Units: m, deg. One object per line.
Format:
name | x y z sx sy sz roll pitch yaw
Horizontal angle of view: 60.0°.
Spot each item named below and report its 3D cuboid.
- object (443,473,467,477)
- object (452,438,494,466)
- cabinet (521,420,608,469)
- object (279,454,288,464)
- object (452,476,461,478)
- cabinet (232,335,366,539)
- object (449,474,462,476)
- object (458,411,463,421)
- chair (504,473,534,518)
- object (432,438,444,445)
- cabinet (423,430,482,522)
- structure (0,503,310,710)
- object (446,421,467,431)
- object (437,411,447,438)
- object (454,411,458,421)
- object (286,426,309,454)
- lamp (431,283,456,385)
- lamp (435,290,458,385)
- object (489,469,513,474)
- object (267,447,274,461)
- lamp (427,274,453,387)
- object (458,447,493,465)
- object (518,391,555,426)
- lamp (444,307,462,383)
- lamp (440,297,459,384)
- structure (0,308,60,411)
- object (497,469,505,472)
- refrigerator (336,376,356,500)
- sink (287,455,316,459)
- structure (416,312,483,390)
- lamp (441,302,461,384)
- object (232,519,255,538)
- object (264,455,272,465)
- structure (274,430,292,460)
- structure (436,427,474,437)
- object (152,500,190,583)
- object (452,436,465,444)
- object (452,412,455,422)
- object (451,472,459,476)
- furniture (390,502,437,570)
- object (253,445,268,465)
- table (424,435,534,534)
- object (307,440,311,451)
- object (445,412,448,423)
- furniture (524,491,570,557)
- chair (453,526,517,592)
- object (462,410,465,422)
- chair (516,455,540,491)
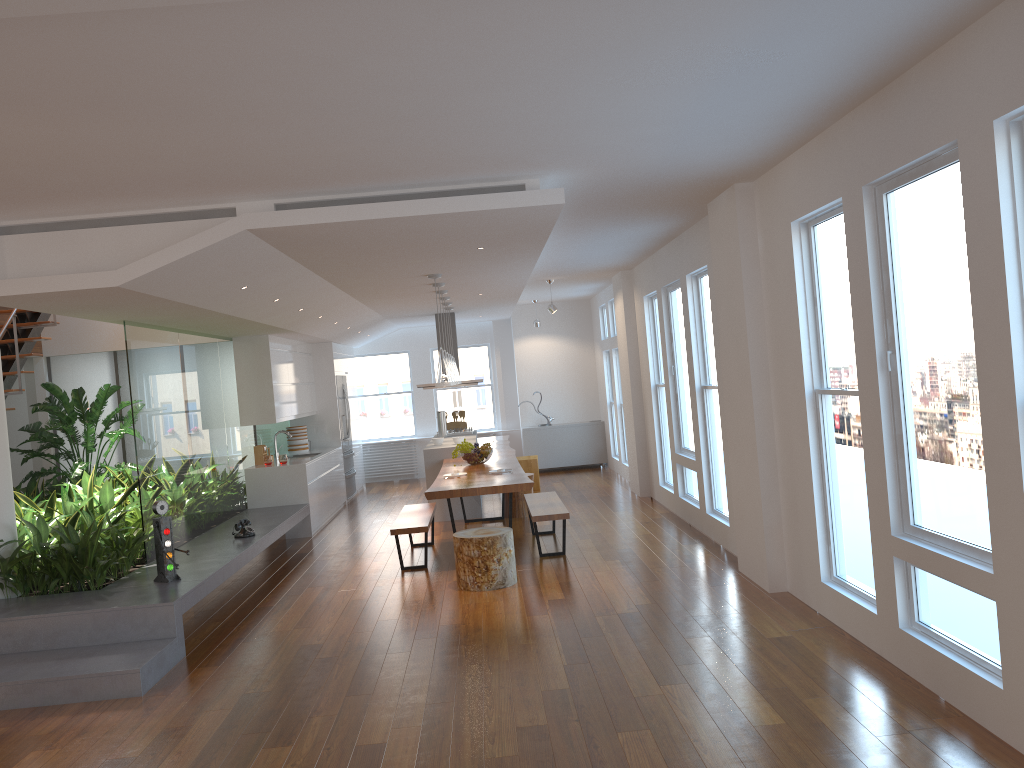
object | -0.522 0.839 8.155 0.222 0.020 0.222 -5 1 39
object | -0.397 0.693 9.148 0.394 0.284 0.292 -5 1 -38
cabinet | 0.839 1.007 14.246 1.309 0.725 0.420 -5 1 -2
object | -2.579 0.850 9.994 0.094 0.106 0.094 -5 1 4
object | -0.531 0.845 8.020 0.149 0.014 0.044 -5 1 -3
cabinet | -2.721 0.583 12.056 0.676 2.280 4.565 -5 1 -2
object | -0.522 0.844 8.155 0.124 0.011 0.124 -5 1 19
object | -0.738 0.537 12.893 0.068 0.298 0.039 -5 1 -2
chair | 0.072 1.261 10.042 0.396 0.455 0.402 -5 1 -12
object | -0.882 0.688 10.574 0.152 0.082 0.152 -5 1 37
cabinet | -0.726 1.124 11.538 0.597 0.832 2.936 -5 1 -2
structure | -3.682 1.659 7.609 3.088 0.386 5.584 -5 1 -2
object | -0.830 0.623 12.898 0.353 0.157 0.084 -5 1 -2
object | -0.935 0.543 11.990 0.172 0.356 0.120 -6 1 -44
object | -0.801 0.542 12.889 0.057 0.299 0.019 -5 1 -2
object | -2.808 0.736 11.603 0.267 0.356 0.266 -5 1 24
lamp | -0.669 -0.511 8.556 0.160 1.060 0.160 -5 1 25
lamp | -0.695 -0.515 9.278 0.160 1.060 0.160 -5 1 25
object | -0.100 0.803 8.122 0.222 0.020 0.222 -5 1 -10
object | -2.909 0.846 10.549 0.100 0.170 0.173 -5 1 0
lamp | -0.643 -0.507 7.833 0.160 1.060 0.160 -5 1 25
object | -0.365 0.753 9.135 0.360 0.159 0.360 -5 1 -39
object | 0.402 0.400 14.183 0.590 0.563 0.210 -5 1 -31
lamp | -0.772 -0.528 11.446 0.160 1.060 0.160 -5 1 25
lamp | -0.720 -0.520 10.001 0.160 1.060 0.160 -5 1 25
structure | -4.099 -0.404 8.244 2.552 4.265 4.591 -5 1 -2
object | -0.101 0.796 8.122 0.079 0.030 0.070 -5 1 41
refrigerator | -2.674 0.788 12.802 0.725 1.772 0.908 -5 1 -2
sink | -2.624 1.018 11.028 0.449 0.192 0.666 -5 1 -2
structure | -0.910 -0.657 12.414 0.909 1.405 0.900 -5 1 -2
lamp | -0.746 -0.524 10.724 0.160 1.060 0.160 -5 1 25
object | -2.383 1.272 7.828 0.216 0.155 0.181 -5 1 -37
object | -2.761 0.866 10.035 0.094 0.106 0.094 -5 1 4
structure | -2.836 0.839 11.048 0.248 0.536 0.115 -5 1 -2
structure | -0.796 0.669 12.454 0.520 0.073 0.650 -5 1 -2
object | -2.356 1.083 6.111 0.318 0.565 0.134 -5 1 34
object | -0.629 0.667 10.459 0.152 0.082 0.152 -5 1 -41
object | -0.836 0.544 12.907 0.061 0.299 0.040 -5 1 -4
object | -0.523 0.833 8.155 0.070 0.030 0.079 -5 1 -39
furniture | -0.870 1.393 8.132 0.316 0.389 1.433 -5 1 -2
object | -2.917 0.823 10.300 0.104 0.222 0.200 -5 1 -2
table | -0.338 1.166 10.155 0.893 0.704 5.996 -5 1 -2
object | -2.848 0.818 11.989 0.265 0.196 0.284 -5 1 40
object | -0.955 0.554 12.903 0.055 0.299 0.027 -5 1 -2
furniture | 0.317 1.288 8.173 0.316 0.389 1.433 -5 1 -2
chair | -0.207 1.337 6.816 0.460 0.400 0.460 -5 1 8
object | -0.702 0.533 12.913 0.057 0.294 0.030 -5 1 -2
chair | 0.200 1.236 12.263 0.344 0.430 0.549 -5 1 2
